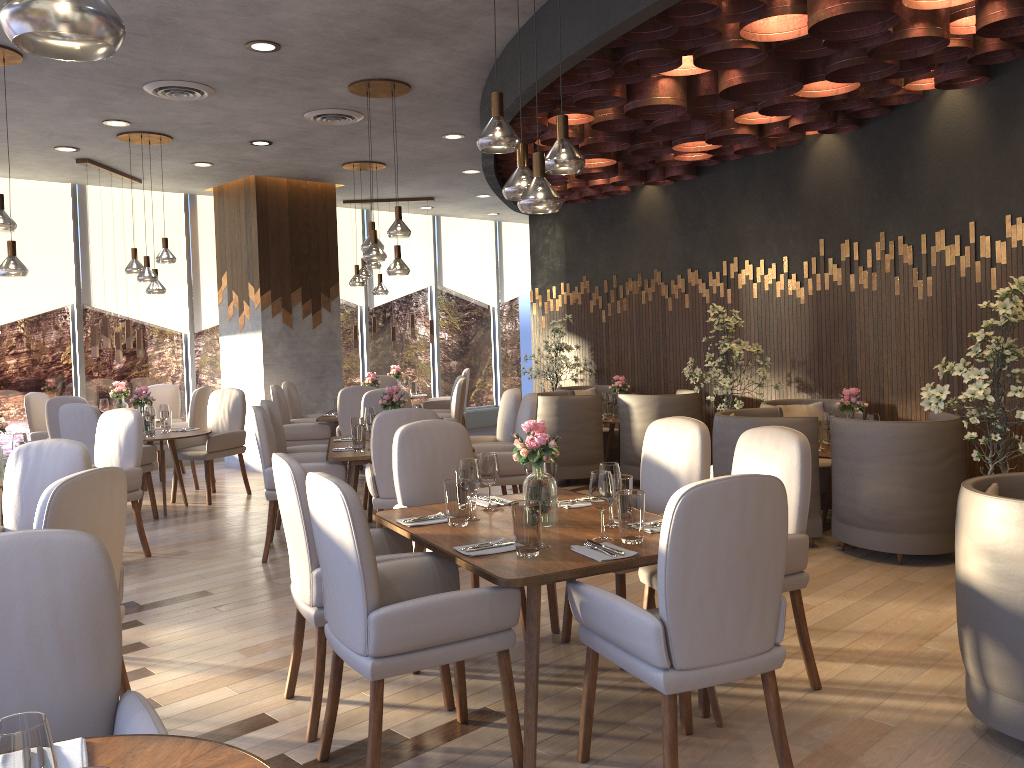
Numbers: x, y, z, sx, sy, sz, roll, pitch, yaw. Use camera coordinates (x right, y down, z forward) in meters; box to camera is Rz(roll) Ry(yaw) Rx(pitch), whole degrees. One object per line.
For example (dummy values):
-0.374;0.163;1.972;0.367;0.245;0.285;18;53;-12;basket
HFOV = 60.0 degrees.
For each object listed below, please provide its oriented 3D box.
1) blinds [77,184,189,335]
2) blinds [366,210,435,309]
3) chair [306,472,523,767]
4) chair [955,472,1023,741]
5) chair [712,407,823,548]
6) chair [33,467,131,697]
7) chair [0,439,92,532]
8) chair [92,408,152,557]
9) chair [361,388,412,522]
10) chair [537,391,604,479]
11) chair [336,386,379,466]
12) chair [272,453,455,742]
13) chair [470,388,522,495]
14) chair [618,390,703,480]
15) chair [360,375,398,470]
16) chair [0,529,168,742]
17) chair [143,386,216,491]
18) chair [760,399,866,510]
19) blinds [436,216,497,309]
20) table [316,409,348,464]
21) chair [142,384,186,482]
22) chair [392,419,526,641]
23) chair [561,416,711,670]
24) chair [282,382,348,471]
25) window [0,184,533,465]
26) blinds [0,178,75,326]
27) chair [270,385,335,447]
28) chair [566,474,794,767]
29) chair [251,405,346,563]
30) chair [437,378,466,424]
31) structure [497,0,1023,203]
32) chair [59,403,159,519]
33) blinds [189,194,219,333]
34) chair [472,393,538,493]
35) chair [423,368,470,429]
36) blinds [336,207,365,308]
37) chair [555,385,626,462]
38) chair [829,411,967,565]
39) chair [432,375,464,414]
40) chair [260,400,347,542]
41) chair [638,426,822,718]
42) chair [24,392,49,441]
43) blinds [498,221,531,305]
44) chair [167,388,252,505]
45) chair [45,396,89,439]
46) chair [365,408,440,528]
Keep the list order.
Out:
-4.289;-1.880;10.040;1.174;2.679;0.007;-4;2;-44;blinds
-1.597;-2.406;12.641;1.174;2.679;0.007;-4;2;-44;blinds
-0.338;0.762;2.912;0.600;0.999;0.528;-3;2;-30;chair
1.819;0.765;2.963;0.595;0.837;0.775;-2;2;6;chair
1.644;0.609;5.895;0.595;0.837;0.775;-2;2;-4;chair
-1.696;0.796;3.122;0.599;0.999;0.529;-2;2;12;chair
-2.158;0.771;3.855;0.528;0.999;0.600;-2;2;9;chair
-2.769;0.682;5.842;0.528;0.999;0.600;-1;2;27;chair
-0.980;0.547;7.173;0.528;0.999;0.600;-2;2;-13;chair
0.460;0.510;8.400;0.596;0.837;0.774;-3;2;-24;chair
-1.361;0.499;8.281;0.528;0.999;0.600;-2;2;-1;chair
-0.593;0.742;3.417;0.600;0.999;0.528;-3;2;-25;chair
-0.224;0.545;6.746;0.600;0.999;0.528;-2;2;-15;chair
1.424;0.496;8.068;0.775;0.837;0.595;-3;2;-29;chair
-1.478;0.411;9.931;0.528;0.999;0.600;-2;2;-6;chair
-0.987;0.846;1.795;0.528;0.999;0.600;-3;2;-30;chair
-3.331;0.532;8.897;0.599;0.999;0.529;-2;2;3;chair
2.184;0.549;6.639;0.774;0.837;0.596;-2;2;-14;chair
-0.699;-2.484;13.507;1.174;2.679;0.007;-4;2;-44;blinds
-1.420;0.620;9.122;0.964;0.665;1.308;-2;3;-3;table
-3.877;0.513;9.572;0.528;0.999;0.600;-2;2;3;chair
-0.263;0.687;4.212;0.528;0.999;0.600;-3;2;-30;chair
0.577;0.669;4.016;0.600;0.999;0.528;-3;2;-32;chair
-2.091;0.464;9.357;0.600;0.999;0.529;-2;2;-1;chair
-3.483;-0.705;6.965;8.059;3.196;16.140;-2;3;1;window
-5.186;-1.809;9.174;1.174;2.679;0.007;-4;2;-44;blinds
-2.064;0.494;8.793;0.600;0.999;0.528;-2;2;-6;chair
0.523;0.742;2.737;0.528;0.999;0.600;-3;2;-25;chair
-1.420;0.630;5.955;0.600;0.999;0.528;-2;2;-13;chair
-0.741;0.446;8.859;0.600;0.999;0.529;-2;2;0;chair
1.414;-2.025;5.797;2.755;0.556;9.461;-3;3;-14;structure
-3.238;0.629;7.089;0.528;0.999;0.600;-1;2;22;chair
-3.393;-1.977;10.905;1.174;2.679;0.007;-4;2;-44;blinds
-0.105;0.572;6.189;0.600;0.999;0.528;-2;2;-8;chair
-0.828;0.306;11.434;0.600;0.999;0.529;-2;2;-1;chair
-2.495;-2.350;11.774;1.174;2.679;0.007;-4;2;-44;blinds
0.762;0.451;9.279;0.775;0.837;0.595;-3;2;-34;chair
2.381;0.615;5.325;0.774;0.837;0.596;-2;2;-9;chair
-0.789;0.416;9.426;0.600;0.999;0.528;-2;2;-8;chair
-1.518;0.602;6.512;0.600;0.999;0.528;-2;2;-8;chair
0.853;0.688;3.518;0.600;0.999;0.528;-3;2;-25;chair
-4.526;0.570;8.938;0.600;0.999;0.529;-2;2;-1;chair
0.196;-2.629;14.371;1.174;2.679;0.007;-4;2;-44;blinds
-2.768;0.554;8.150;0.528;0.999;0.600;-1;2;23;chair
-3.993;0.588;8.286;0.528;0.999;0.600;-2;2;6;chair
-0.647;0.627;5.538;0.528;0.999;0.600;-2;2;-8;chair
